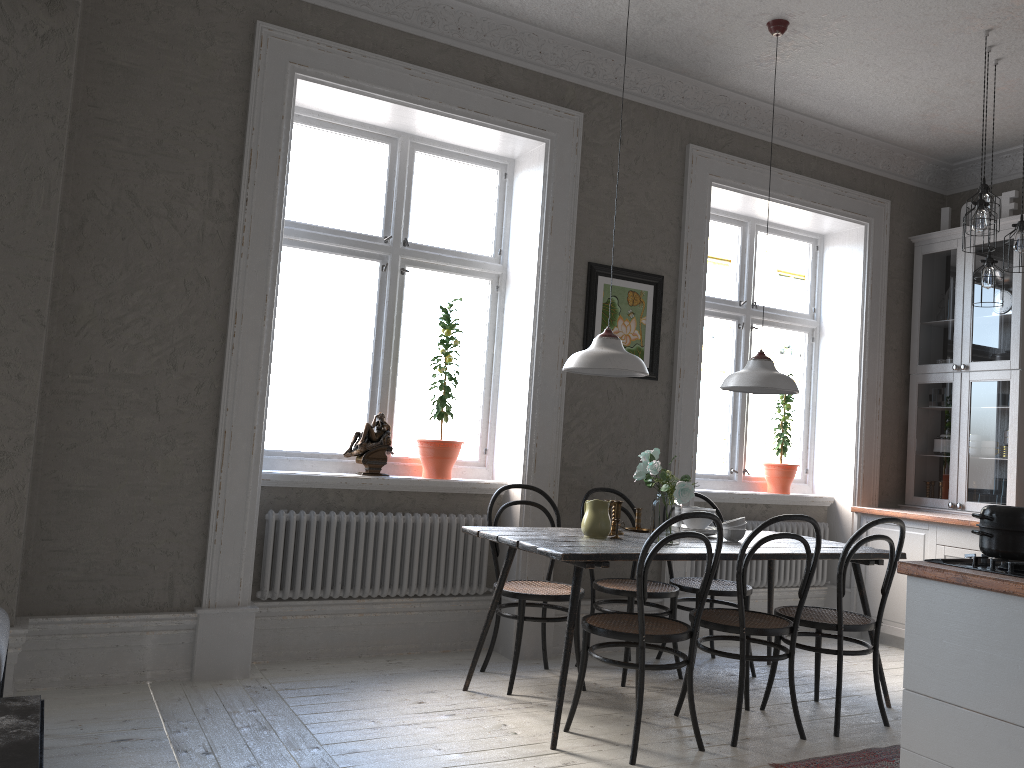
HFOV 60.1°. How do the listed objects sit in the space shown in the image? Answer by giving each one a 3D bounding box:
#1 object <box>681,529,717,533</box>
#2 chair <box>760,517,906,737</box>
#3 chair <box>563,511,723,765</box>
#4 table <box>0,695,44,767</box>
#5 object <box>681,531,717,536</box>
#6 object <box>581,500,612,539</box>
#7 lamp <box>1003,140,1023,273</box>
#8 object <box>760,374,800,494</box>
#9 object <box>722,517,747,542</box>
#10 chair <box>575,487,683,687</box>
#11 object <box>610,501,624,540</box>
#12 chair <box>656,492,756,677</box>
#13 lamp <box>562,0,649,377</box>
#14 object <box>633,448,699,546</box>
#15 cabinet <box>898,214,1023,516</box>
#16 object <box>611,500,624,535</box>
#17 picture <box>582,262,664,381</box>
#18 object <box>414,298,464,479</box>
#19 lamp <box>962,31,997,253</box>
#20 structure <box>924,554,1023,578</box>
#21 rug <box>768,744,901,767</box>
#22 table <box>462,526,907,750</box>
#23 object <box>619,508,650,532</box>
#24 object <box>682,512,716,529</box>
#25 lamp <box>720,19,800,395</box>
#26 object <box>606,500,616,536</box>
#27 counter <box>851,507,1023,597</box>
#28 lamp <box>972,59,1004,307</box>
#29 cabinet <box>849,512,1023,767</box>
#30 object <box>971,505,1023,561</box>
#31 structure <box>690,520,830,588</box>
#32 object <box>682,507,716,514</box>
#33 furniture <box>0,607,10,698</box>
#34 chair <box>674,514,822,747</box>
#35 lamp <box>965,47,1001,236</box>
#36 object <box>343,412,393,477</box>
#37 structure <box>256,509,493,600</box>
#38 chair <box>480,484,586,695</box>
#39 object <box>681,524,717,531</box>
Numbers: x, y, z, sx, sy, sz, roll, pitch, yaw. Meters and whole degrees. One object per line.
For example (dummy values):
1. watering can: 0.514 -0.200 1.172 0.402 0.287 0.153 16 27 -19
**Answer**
1. object: 0.907 0.724 4.360 0.233 0.027 0.242 2 -4 30
2. chair: 1.432 1.027 3.935 0.446 0.921 0.539 6 -5 -30
3. chair: 0.520 0.933 3.450 0.446 0.921 0.539 6 -5 -30
4. table: -1.775 0.990 1.909 1.333 0.303 0.834 6 -4 -28
5. object: 0.906 0.733 4.359 0.239 0.027 0.235 5 -4 -10
6. object: 0.373 0.598 3.956 0.147 0.170 0.138 2 -4 23
7. lamp: 2.609 -1.434 4.500 0.150 1.735 0.143 8 -5 -41
8. object: 1.827 0.332 5.999 0.260 0.813 0.260 4 -4 -1
9. object: 1.046 0.685 4.194 0.129 0.119 0.123 5 -4 -12
10. chair: 0.603 1.012 4.543 0.446 0.921 0.539 6 -5 -30
11. object: 0.471 0.606 3.948 0.060 0.167 0.058 5 -4 -15
12. chair: 1.043 1.057 4.765 0.443 0.921 0.543 5 -4 -15
13. lamp: 0.475 -0.969 3.944 0.377 1.859 0.382 3 -4 9
14. object: 0.671 0.488 3.856 0.256 0.414 0.306 6 -5 -30
15. cabinet: 3.095 -0.071 5.882 0.395 1.921 0.863 6 -4 -28
16. object: 0.483 0.618 4.161 0.094 0.172 0.098 0 -5 43
17. picture: 0.638 -0.350 5.048 0.530 0.620 0.019 6 -5 -29
18. object: -0.370 0.014 4.783 0.268 0.991 0.272 3 -4 11
19. lamp: 2.328 -1.513 4.361 0.145 1.735 0.148 3 -4 19
20. structure: 1.591 0.527 2.539 0.616 0.031 0.487 6 -4 -28
21. rug: 1.676 1.451 3.264 1.312 0.014 0.723 6 -4 -28
22. table: 0.797 1.089 4.106 1.954 0.735 0.888 6 -4 -28
23. object: 0.628 0.674 4.404 0.136 0.112 0.142 0 -5 44
24. object: 0.910 0.680 4.363 0.183 0.094 0.176 7 -5 -37
25. lamp: 1.270 -0.886 4.380 0.385 1.859 0.374 6 -4 -21
26. object: 0.447 0.610 4.073 0.062 0.172 0.061 4 -4 -7
27. counter: 2.256 0.710 4.100 3.451 0.039 3.104 6 -4 -28
28. lamp: 2.521 -1.271 4.643 0.144 1.735 0.149 2 -5 29
29. cabinet: 2.564 1.119 3.750 1.963 0.854 4.247 3 -4 19
30. object: 1.436 0.426 2.542 0.186 0.147 0.197 0 -5 41
31. structure: 1.601 1.099 5.728 1.246 0.428 0.146 6 -5 -31
32. object: 0.911 0.660 4.364 0.183 0.094 0.176 7 -5 -37
33. furniture: -2.005 0.925 2.648 0.842 0.476 0.573 6 -4 -28
34. chair: 0.993 0.983 3.715 0.444 0.921 0.541 5 -4 -20
35. lamp: 2.435 -1.626 4.531 0.150 1.735 0.143 8 -5 -41
36. object: -0.740 0.306 4.566 0.241 0.329 0.118 6 -4 -27
37. structure: -0.651 0.863 4.490 1.246 0.428 0.146 6 -5 -31
38. chair: 0.111 0.961 4.269 0.444 0.921 0.541 5 -4 -20
39. object: 0.908 0.716 4.360 0.238 0.027 0.236 4 -4 -5
